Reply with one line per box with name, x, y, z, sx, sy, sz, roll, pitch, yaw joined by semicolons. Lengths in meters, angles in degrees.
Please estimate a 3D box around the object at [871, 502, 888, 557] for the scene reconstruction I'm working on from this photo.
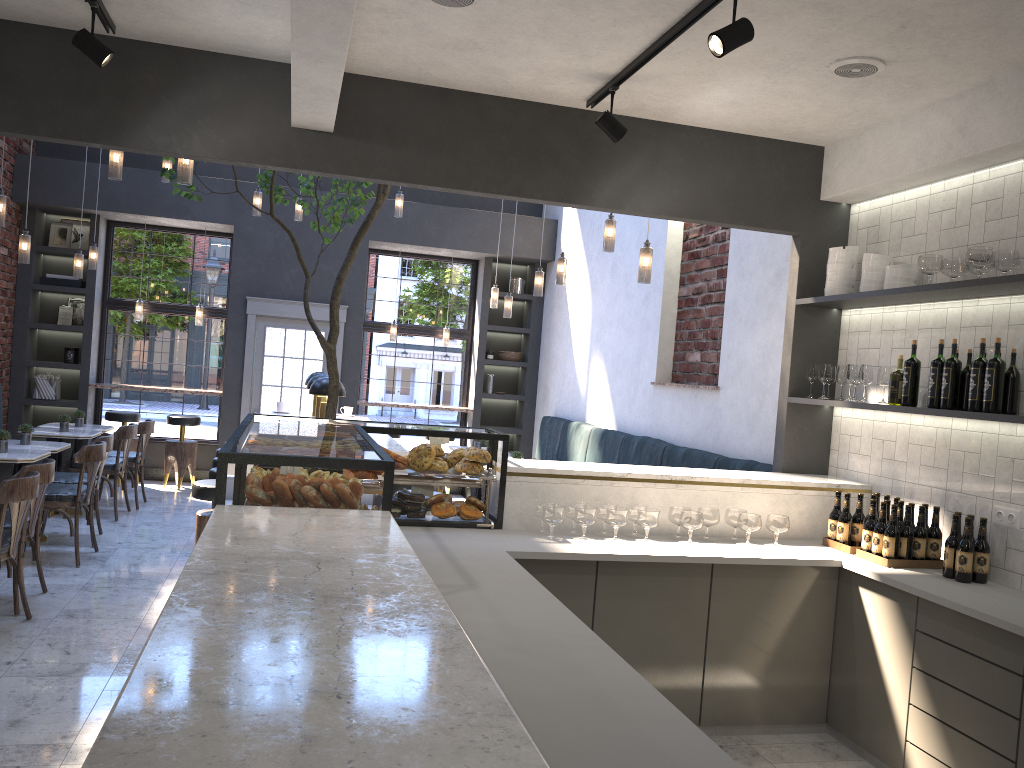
object;1.713;0.686;4.112;0.070;0.279;0.069;4;1;-37

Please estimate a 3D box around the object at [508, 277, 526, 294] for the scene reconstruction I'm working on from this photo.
object;0.065;-1.243;11.293;0.214;0.215;0.213;4;1;-5

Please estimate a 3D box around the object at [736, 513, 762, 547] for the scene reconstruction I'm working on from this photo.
object;1.136;0.699;4.254;0.114;0.147;0.114;4;1;-9

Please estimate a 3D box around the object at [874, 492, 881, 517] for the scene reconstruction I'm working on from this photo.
object;1.846;0.692;4.506;0.070;0.279;0.069;5;1;18

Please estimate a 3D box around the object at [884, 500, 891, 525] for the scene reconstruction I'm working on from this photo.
object;1.768;0.690;4.203;0.070;0.279;0.069;4;1;-12

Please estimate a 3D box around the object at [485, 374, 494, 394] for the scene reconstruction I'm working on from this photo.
object;-0.278;-0.003;11.173;0.098;0.248;0.098;5;1;25

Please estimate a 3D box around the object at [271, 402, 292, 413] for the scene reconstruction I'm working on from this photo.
object;-2.200;0.223;8.473;0.176;0.098;0.204;4;1;-9

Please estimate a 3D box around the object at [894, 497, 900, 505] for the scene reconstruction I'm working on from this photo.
object;1.883;0.697;4.362;0.069;0.279;0.070;5;1;8

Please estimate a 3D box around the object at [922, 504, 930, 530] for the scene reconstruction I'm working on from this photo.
object;1.931;0.703;4.167;0.070;0.279;0.069;4;1;-37

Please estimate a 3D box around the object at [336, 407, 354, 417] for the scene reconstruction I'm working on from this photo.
object;-1.623;0.266;8.651;0.176;0.097;0.301;4;1;-23

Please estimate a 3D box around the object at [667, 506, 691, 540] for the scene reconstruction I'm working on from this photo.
object;0.813;0.673;4.309;0.114;0.147;0.114;4;1;-9

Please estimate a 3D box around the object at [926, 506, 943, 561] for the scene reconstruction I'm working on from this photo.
object;1.949;0.705;4.094;0.069;0.279;0.070;5;1;8

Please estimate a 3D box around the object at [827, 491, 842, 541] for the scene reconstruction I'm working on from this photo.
object;1.629;0.676;4.452;0.069;0.279;0.070;5;2;38

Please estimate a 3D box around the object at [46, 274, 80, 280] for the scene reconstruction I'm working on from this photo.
object;-5.055;-1.196;9.991;0.327;0.039;0.227;4;1;-24

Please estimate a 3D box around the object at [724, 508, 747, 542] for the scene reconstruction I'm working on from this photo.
object;1.105;0.695;4.382;0.114;0.147;0.114;4;1;-9

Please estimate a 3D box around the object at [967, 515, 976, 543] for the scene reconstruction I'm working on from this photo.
object;2.000;0.713;3.888;0.070;0.279;0.069;4;1;-37

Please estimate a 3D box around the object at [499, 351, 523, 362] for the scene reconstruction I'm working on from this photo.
object;-0.021;-0.351;11.293;0.305;0.124;0.305;5;1;7

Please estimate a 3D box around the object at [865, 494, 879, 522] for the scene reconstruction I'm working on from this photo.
object;1.792;0.689;4.416;0.070;0.279;0.069;4;1;-7

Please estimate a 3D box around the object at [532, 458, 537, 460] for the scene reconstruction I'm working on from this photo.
object;0.181;0.689;7.272;0.118;0.165;0.122;4;1;-36

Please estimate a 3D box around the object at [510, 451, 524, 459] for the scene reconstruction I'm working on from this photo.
object;0.041;0.671;7.836;0.118;0.165;0.122;4;1;-36

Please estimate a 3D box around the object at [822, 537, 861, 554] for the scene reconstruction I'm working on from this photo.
object;1.745;0.807;4.409;0.307;0.038;0.231;4;1;-14

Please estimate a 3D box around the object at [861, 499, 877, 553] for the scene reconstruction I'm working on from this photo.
object;1.695;0.684;4.185;0.069;0.279;0.070;5;2;38

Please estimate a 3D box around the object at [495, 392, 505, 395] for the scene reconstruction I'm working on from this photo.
object;-0.148;0.119;11.182;0.130;0.026;0.130;4;1;-31

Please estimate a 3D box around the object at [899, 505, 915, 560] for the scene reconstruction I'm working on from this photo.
object;1.804;0.694;4.057;0.070;0.279;0.069;4;1;-12

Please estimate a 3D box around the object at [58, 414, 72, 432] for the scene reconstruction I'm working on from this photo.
object;-4.059;0.351;8.042;0.118;0.165;0.122;4;1;-36

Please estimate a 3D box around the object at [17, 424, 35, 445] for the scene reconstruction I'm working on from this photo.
object;-3.772;0.387;6.881;0.118;0.165;0.122;4;1;-36

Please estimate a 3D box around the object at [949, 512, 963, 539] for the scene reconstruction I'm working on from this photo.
object;1.981;0.711;3.960;0.070;0.279;0.069;5;1;18

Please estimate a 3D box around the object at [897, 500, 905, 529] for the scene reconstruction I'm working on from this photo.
object;1.841;0.695;4.220;0.070;0.279;0.069;4;1;-37

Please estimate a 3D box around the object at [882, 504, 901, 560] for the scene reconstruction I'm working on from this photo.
object;1.732;0.689;4.038;0.070;0.279;0.069;4;1;-27

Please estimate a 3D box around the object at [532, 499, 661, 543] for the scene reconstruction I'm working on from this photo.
object;0.393;0.643;4.166;0.575;0.148;0.255;4;1;-14

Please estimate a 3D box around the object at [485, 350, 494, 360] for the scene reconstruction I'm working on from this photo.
object;-0.283;-0.368;11.203;0.116;0.119;0.117;4;1;-38

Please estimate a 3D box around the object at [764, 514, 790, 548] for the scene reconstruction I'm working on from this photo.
object;1.282;0.710;4.291;0.114;0.147;0.114;4;1;-9

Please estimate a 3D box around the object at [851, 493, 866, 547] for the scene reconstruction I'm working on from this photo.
object;1.719;0.683;4.399;0.069;0.279;0.070;5;2;38

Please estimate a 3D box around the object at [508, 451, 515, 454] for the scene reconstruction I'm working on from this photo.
object;-0.019;1.074;11.241;0.121;0.438;0.193;5;1;7

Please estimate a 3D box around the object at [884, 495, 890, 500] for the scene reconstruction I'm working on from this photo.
object;1.865;0.694;4.434;0.070;0.279;0.069;4;1;-37

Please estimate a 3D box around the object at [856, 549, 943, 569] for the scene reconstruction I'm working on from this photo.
object;1.812;0.816;4.141;0.307;0.038;0.231;4;1;-14

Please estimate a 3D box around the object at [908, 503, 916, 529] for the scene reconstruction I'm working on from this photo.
object;1.858;0.697;4.148;0.070;0.279;0.069;4;1;-7

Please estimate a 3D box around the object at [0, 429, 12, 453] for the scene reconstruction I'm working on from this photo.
object;-3.632;0.405;6.316;0.118;0.165;0.122;4;1;-36

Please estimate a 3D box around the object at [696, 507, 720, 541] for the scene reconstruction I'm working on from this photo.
object;0.959;0.684;4.345;0.114;0.147;0.114;4;1;-9

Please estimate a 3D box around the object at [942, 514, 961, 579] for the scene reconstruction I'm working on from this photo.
object;1.927;0.708;3.870;0.070;0.279;0.069;4;1;-7

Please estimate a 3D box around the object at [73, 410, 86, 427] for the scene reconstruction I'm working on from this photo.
object;-4.199;0.334;8.606;0.118;0.165;0.122;4;1;-36

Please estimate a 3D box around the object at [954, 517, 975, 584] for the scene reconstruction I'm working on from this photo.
object;1.944;0.710;3.798;0.069;0.279;0.070;5;2;38

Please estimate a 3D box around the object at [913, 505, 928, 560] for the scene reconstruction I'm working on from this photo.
object;1.876;0.699;4.077;0.069;0.279;0.070;5;2;38

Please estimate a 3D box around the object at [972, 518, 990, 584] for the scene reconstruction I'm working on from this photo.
object;2.018;0.716;3.816;0.069;0.279;0.070;5;1;8

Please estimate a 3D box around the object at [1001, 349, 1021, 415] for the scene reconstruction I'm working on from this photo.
object;2.117;-0.010;3.759;0.065;0.280;0.065;5;1;29

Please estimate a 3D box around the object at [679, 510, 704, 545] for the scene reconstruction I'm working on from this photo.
object;0.844;0.677;4.181;0.114;0.147;0.114;4;1;-9

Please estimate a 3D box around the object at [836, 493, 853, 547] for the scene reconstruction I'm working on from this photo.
object;1.647;0.678;4.380;0.070;0.279;0.069;4;1;-37
